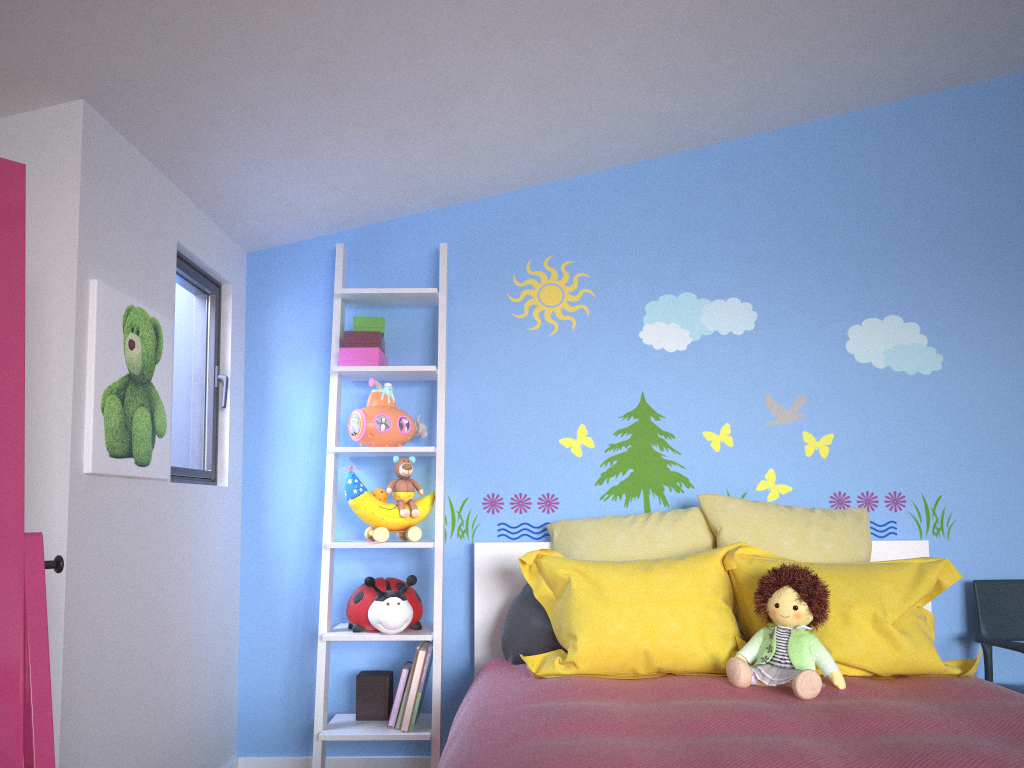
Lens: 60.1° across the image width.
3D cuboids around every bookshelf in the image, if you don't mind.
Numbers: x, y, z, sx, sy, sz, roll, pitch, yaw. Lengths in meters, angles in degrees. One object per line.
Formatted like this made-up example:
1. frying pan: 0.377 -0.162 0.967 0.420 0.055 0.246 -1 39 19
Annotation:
1. bookshelf: -0.418 0.410 2.920 0.391 1.842 0.382 0 -5 0

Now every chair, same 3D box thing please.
1. chair: 1.776 0.978 2.823 0.512 0.671 0.419 0 -6 -3

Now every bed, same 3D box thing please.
1. bed: 0.649 0.784 1.876 1.926 0.807 2.331 0 -8 0

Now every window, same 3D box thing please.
1. window: -1.056 -0.053 2.755 0.209 0.743 0.589 0 -6 0

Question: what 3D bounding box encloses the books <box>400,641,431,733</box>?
1. books: -0.301 0.952 2.803 0.080 0.247 0.198 0 -6 0

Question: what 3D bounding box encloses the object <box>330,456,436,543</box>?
1. object: -0.391 0.373 2.880 0.372 0.280 0.154 3 -7 -27

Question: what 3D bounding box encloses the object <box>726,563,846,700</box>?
1. object: 0.698 0.632 2.277 0.287 0.340 0.252 -5 -7 34

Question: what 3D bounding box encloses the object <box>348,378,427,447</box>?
1. object: -0.409 0.101 2.970 0.296 0.233 0.158 4 -7 -29

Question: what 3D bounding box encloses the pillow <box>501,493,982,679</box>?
1. pillow: 0.631 0.595 2.683 1.345 0.529 0.683 0 -7 1

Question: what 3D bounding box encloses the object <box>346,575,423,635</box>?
1. object: -0.418 0.705 2.861 0.253 0.182 0.324 -1 -7 7

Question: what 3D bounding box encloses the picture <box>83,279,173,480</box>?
1. picture: -0.952 0.012 2.217 0.026 0.441 0.453 0 -6 0

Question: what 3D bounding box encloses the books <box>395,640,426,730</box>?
1. books: -0.322 0.955 2.844 0.078 0.252 0.210 0 -6 0

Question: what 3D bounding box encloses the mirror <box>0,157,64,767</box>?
1. mirror: -0.910 0.352 1.160 0.418 1.482 0.612 -5 -7 41

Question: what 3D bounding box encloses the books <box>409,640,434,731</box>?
1. books: 1.371 4.424 4.561 0.361 6.675 5.409 -4 -7 41
